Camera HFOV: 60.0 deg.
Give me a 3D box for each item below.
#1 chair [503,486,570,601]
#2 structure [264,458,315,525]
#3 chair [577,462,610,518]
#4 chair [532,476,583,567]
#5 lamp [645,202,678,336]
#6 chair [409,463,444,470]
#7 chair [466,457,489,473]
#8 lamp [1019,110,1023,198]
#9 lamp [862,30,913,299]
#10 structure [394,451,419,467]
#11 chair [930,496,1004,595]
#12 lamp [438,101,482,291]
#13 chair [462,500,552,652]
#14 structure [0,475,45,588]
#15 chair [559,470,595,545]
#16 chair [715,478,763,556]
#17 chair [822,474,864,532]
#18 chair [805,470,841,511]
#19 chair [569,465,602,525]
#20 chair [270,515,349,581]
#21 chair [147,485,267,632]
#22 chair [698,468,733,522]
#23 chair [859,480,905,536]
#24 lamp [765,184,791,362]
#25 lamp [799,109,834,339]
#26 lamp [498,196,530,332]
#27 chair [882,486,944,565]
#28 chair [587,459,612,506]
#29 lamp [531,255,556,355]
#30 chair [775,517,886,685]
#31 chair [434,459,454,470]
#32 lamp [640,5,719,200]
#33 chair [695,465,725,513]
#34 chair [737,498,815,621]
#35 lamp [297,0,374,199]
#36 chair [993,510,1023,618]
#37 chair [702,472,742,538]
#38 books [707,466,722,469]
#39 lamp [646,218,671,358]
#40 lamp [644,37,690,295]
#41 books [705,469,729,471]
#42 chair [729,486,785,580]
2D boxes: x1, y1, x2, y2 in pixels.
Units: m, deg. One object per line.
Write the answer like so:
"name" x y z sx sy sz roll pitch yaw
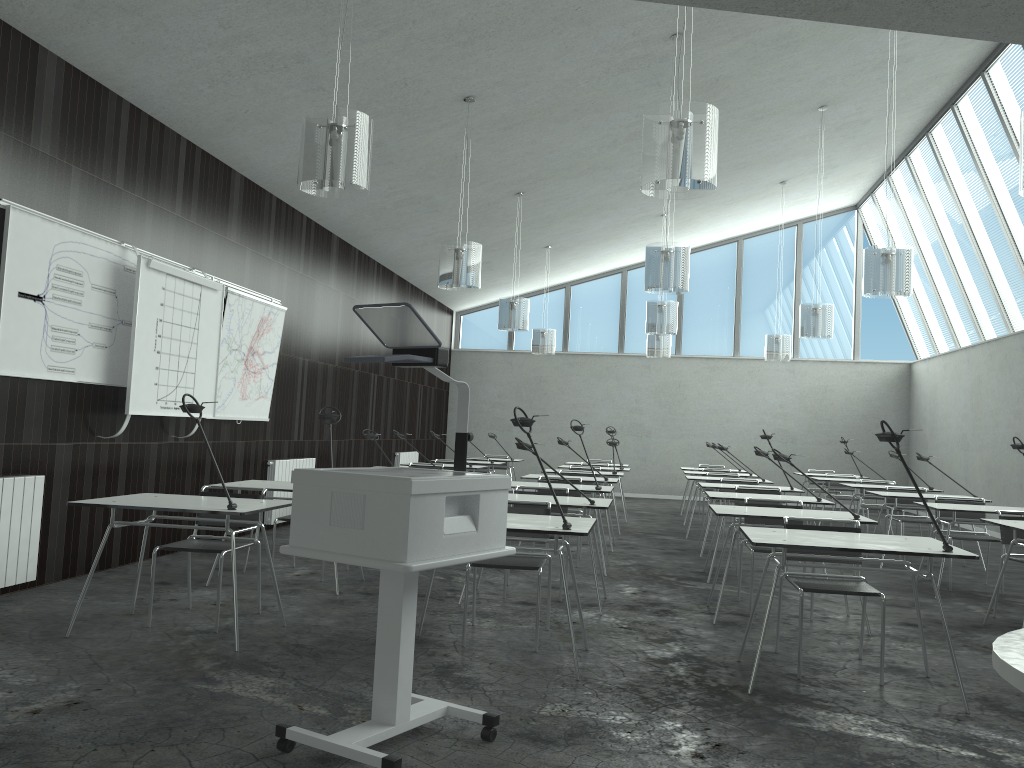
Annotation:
"chair" 0.172 1.172 5.977 0.428 0.765 0.555 2 -3 5
"structure" -2.276 1.202 9.098 0.079 0.688 1.129 2 -3 9
"chair" 1.093 1.554 11.750 0.428 0.765 0.555 3 -3 3
"chair" 0.385 1.270 7.475 0.428 0.765 0.555 2 -3 4
"lamp" 1.732 -1.777 10.044 0.350 2.307 0.359 2 -3 9
"chair" -0.960 1.309 9.222 0.428 0.765 0.555 2 -3 8
"chair" -0.551 1.491 11.993 0.428 0.765 0.555 2 -3 7
"lamp" 2.496 -2.369 3.977 0.350 2.848 0.359 2 -3 9
"lamp" 2.946 -2.177 6.889 0.350 2.848 0.359 2 -3 9
"structure" -1.608 1.488 13.422 0.079 0.688 1.129 2 -3 9
"chair" 3.590 1.393 7.001 0.428 0.765 0.555 2 -3 12
"lamp" -0.398 -1.760 7.378 0.350 1.761 0.359 2 -3 9
"chair" -0.014 1.086 4.658 0.428 0.765 0.555 2 -3 6
"structure" -2.944 0.917 4.775 0.079 0.688 1.129 2 -3 9
"chair" 0.622 1.368 8.964 0.428 0.765 0.555 2 -3 9
"chair" 2.234 1.427 8.675 0.428 0.765 0.555 2 -3 9
"chair" 4.240 1.678 11.341 0.428 0.765 0.555 2 -3 9
"chair" 4.492 1.774 12.779 0.428 0.765 0.555 2 -3 9
"chair" 0.843 1.462 10.384 0.428 0.765 0.555 2 -3 5
"chair" -1.421 1.119 6.347 0.428 0.765 0.555 2 -3 7
"chair" -1.619 1.017 4.777 0.428 0.765 0.555 2 -3 7
"chair" 2.651 1.612 11.480 0.428 0.765 0.555 2 -3 9
"chair" 4.076 1.580 9.799 0.428 0.765 0.555 2 -3 12
"lamp" 3.845 -1.792 12.712 0.350 2.848 0.359 2 -3 9
"lamp" 3.395 -1.985 9.800 0.350 2.848 0.359 2 -3 9
"lamp" 0.052 -1.568 10.289 0.350 1.761 0.359 2 -3 9
"chair" 3.786 1.483 8.382 0.428 0.765 0.555 2 -3 8
"chair" 1.287 1.653 13.272 0.428 0.765 0.555 2 -3 7
"lamp" 0.502 -1.376 13.201 0.350 1.761 0.359 2 -3 9
"chair" 1.545 1.139 4.317 0.428 0.765 0.555 2 -3 8
"chair" -0.786 1.393 10.504 0.428 0.765 0.555 2 -3 5
"lamp" 0.832 -2.162 4.221 0.350 2.307 0.359 2 -3 9
"chair" 2.913 1.715 13.024 0.428 0.765 0.555 2 -3 15
"chair" 1.703 1.228 5.708 0.428 0.765 0.555 2 -3 9
"lamp" -0.848 -1.952 4.466 0.350 1.761 0.359 2 -3 9
"chair" 3.360 1.298 5.565 0.428 0.765 0.555 3 -3 -3
"chair" 2.400 1.517 10.079 0.428 0.765 0.555 2 -3 9
"books" 2.843 1.308 12.476 0.183 0.032 0.164 3 -3 2
"lamp" 2.181 -1.585 12.955 0.350 2.307 0.359 2 -3 9
"lamp" 1.282 -1.969 7.132 0.350 2.307 0.359 2 -3 9
"books" 2.876 1.337 12.505 0.297 0.021 0.210 4 -4 -28
"chair" 2.027 1.336 7.280 0.428 0.765 0.555 2 -3 11
